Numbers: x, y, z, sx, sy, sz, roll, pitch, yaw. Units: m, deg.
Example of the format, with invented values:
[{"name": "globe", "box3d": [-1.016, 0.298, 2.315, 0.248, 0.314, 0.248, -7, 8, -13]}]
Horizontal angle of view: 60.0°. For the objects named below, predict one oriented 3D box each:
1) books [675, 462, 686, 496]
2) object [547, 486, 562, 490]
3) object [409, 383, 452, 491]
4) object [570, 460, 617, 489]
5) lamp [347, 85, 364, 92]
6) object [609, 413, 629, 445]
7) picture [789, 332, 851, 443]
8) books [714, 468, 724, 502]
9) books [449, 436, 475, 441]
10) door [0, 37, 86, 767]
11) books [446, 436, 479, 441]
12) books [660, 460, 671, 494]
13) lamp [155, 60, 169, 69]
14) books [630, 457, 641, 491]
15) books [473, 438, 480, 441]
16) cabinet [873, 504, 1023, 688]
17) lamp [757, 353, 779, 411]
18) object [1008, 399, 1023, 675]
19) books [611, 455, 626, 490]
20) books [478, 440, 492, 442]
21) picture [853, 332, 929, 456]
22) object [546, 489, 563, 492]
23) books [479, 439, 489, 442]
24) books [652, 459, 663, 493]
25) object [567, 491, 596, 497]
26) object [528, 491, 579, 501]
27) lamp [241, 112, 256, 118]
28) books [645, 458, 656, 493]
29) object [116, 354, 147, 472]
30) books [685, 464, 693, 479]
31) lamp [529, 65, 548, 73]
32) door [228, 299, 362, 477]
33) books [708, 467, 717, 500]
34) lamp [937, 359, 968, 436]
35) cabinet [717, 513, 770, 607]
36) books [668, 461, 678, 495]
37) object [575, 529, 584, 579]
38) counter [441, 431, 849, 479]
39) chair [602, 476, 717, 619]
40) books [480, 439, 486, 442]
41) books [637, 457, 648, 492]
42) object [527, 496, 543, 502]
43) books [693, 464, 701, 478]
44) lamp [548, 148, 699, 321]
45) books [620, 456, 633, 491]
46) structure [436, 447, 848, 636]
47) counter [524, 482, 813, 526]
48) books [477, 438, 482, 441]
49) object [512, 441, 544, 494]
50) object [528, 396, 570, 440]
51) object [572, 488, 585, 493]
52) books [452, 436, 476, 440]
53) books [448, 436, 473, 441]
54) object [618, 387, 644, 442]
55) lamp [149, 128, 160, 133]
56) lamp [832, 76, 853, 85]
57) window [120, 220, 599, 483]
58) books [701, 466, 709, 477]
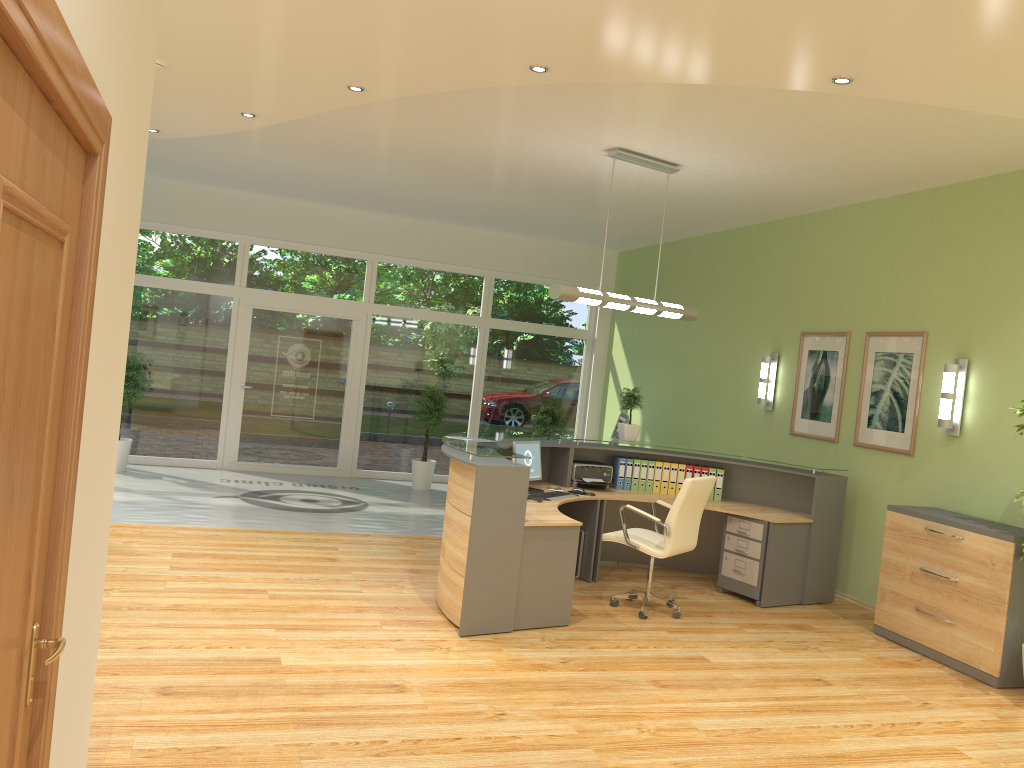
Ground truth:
[{"name": "books", "box3d": [1.502, 0.858, 8.041, 0.062, 0.282, 0.233, 6, 1, -4]}, {"name": "object", "box3d": [0.359, 0.875, 7.465, 0.132, 0.026, 0.132, 6, 1, 5]}, {"name": "object", "box3d": [-1.088, 0.676, 11.498, 0.503, 1.376, 0.590, 7, 2, 42]}, {"name": "object", "box3d": [0.706, 0.810, 7.817, 0.397, 0.217, 0.458, 6, 1, -19]}, {"name": "lamp", "box3d": [-0.989, -1.868, 5.612, 0.105, 0.011, 0.105, 7, 1, 29]}, {"name": "object", "box3d": [1.228, 0.991, 10.559, 0.606, 1.285, 0.848, 6, 1, 1]}, {"name": "picture", "box3d": [2.855, 0.014, 8.260, 0.025, 1.000, 0.700, 6, 1, -19]}, {"name": "books", "box3d": [1.876, 0.900, 7.948, 0.063, 0.282, 0.231, 7, 1, 24]}, {"name": "books", "box3d": [-0.349, 0.401, 6.523, 0.150, 0.004, 0.210, 5, 1, -34]}, {"name": "door", "box3d": [-0.787, 0.575, 1.337, 0.098, 2.001, 0.823, 6, 1, -19]}, {"name": "books", "box3d": [-0.363, 0.399, 6.512, 0.150, 0.004, 0.210, 5, 2, -44]}, {"name": "books", "box3d": [1.386, 0.845, 8.057, 0.063, 0.282, 0.231, 6, 1, 6]}, {"name": "lamp", "box3d": [-2.240, -1.995, 5.551, 0.167, 0.024, 0.167, 7, 1, 21]}, {"name": "books", "box3d": [1.079, 0.812, 8.045, 0.062, 0.282, 0.233, 6, 1, -17]}, {"name": "books", "box3d": [-0.316, 0.404, 6.538, 0.150, 0.004, 0.210, 6, 1, -14]}, {"name": "cabinet", "box3d": [3.138, 1.432, 6.196, 0.501, 0.966, 1.115, 6, 1, -19]}, {"name": "lamp", "box3d": [2.570, -0.030, 8.933, 0.142, 0.580, 0.134, 6, 1, -19]}, {"name": "object", "box3d": [3.341, 1.005, 5.408, 0.649, 1.905, 0.916, 5, 1, -30]}, {"name": "books", "box3d": [0.935, 0.798, 8.015, 0.062, 0.282, 0.233, 6, 1, -22]}, {"name": "books", "box3d": [-0.245, 0.412, 6.530, 0.150, 0.004, 0.210, 7, 1, 26]}, {"name": "picture", "box3d": [3.142, 0.062, 7.397, 0.025, 1.000, 0.700, 6, 1, -19]}, {"name": "object", "box3d": [0.348, 0.884, 7.382, 0.158, 0.011, 0.011, 6, 1, 8]}, {"name": "books", "box3d": [-0.262, 0.410, 6.536, 0.150, 0.004, 0.210, 6, 1, 16]}, {"name": "books", "box3d": [1.316, 0.837, 8.060, 0.063, 0.282, 0.231, 6, 1, 5]}, {"name": "object", "box3d": [0.580, 0.900, 7.379, 0.248, 0.027, 0.219, 6, 1, 8]}, {"name": "object", "box3d": [0.329, 0.886, 7.053, 0.215, 0.015, 0.526, 7, 1, 31]}, {"name": "lamp", "box3d": [-1.953, -1.991, 6.567, 0.105, 0.011, 0.105, 7, 2, 41]}, {"name": "books", "box3d": [1.245, 0.830, 8.059, 0.063, 0.282, 0.231, 6, 1, 2]}, {"name": "object", "box3d": [-4.584, 0.325, 10.339, 0.503, 1.376, 0.590, 5, 1, -38]}, {"name": "books", "box3d": [1.603, 0.869, 8.028, 0.063, 0.282, 0.231, 6, 1, 15]}, {"name": "lamp", "box3d": [0.147, -1.732, 4.879, 0.105, 0.011, 0.105, 5, 1, -40]}, {"name": "door", "box3d": [-2.826, 0.074, 11.599, 1.500, 2.200, 0.218, 6, 1, -19]}, {"name": "books", "box3d": [1.811, 0.892, 7.973, 0.063, 0.282, 0.231, 7, 1, 23]}, {"name": "lamp", "box3d": [3.315, 0.094, 6.689, 0.142, 0.580, 0.134, 6, 1, -19]}, {"name": "cabinet", "box3d": [2.071, 1.440, 7.388, 0.502, 0.692, 0.463, 5, 1, -34]}, {"name": "books", "box3d": [1.435, 0.850, 8.049, 0.062, 0.282, 0.233, 6, 1, -4]}, {"name": "object", "box3d": [0.370, 1.397, 7.516, 0.200, 0.411, 0.478, 5, 1, -34]}, {"name": "counter", "box3d": [0.815, 0.552, 7.243, 3.674, 0.078, 1.837, 5, 1, -34]}, {"name": "chair", "box3d": [1.073, 1.169, 6.620, 0.652, 1.048, 0.584, 7, 1, 35]}, {"name": "books", "box3d": [-0.280, 0.408, 6.540, 0.150, 0.004, 0.210, 6, 1, 6]}, {"name": "books", "box3d": [1.144, 0.819, 8.050, 0.062, 0.282, 0.233, 6, 1, -17]}, {"name": "object", "box3d": [0.026, 0.827, 6.716, 0.411, 0.081, 0.279, 7, 1, 31]}, {"name": "books", "box3d": [1.671, 0.876, 8.014, 0.063, 0.282, 0.231, 6, 1, 15]}, {"name": "lamp", "box3d": [0.999, -1.216, 7.216, 1.470, 1.249, 0.197, 5, 1, -34]}, {"name": "books", "box3d": [1.002, 0.804, 8.029, 0.062, 0.282, 0.233, 6, 1, -22]}, {"name": "structure", "box3d": [0.755, 1.112, 7.255, 3.673, 1.049, 1.837, 5, 1, -34]}, {"name": "counter", "box3d": [0.804, 0.951, 7.204, 3.444, 0.018, 1.723, 5, 1, -34]}, {"name": "books", "box3d": [-0.298, 0.406, 6.540, 0.150, 0.004, 0.210, 6, 1, -4]}, {"name": "object", "box3d": [0.135, 0.667, 7.165, 0.206, 0.405, 0.411, 7, 1, 31]}, {"name": "object", "box3d": [0.466, 0.832, 12.048, 0.590, 1.376, 0.503, 6, 1, 17]}, {"name": "object", "box3d": [0.555, 0.887, 7.396, 0.104, 0.035, 0.059, 6, 1, 11]}, {"name": "books", "box3d": [-0.333, 0.402, 6.532, 0.150, 0.004, 0.210, 6, 1, -24]}, {"name": "books", "box3d": [-0.376, 0.398, 6.498, 0.210, 0.004, 0.150, 7, 1, 36]}, {"name": "object", "box3d": [1.083, 0.269, 8.134, 0.230, 0.507, 0.216, 6, 1, 7]}, {"name": "lamp", "box3d": [-3.005, -2.120, 7.420, 0.105, 0.011, 0.105, 6, 1, -3]}, {"name": "lamp", "box3d": [1.698, -1.560, 4.562, 0.105, 0.011, 0.105, 5, 1, -29]}, {"name": "window", "box3d": [-3.349, -0.381, 11.404, 9.401, 3.000, 0.092, 6, 1, -19]}, {"name": "books", "box3d": [1.717, 0.882, 7.999, 0.062, 0.282, 0.233, 6, 1, 6]}]
